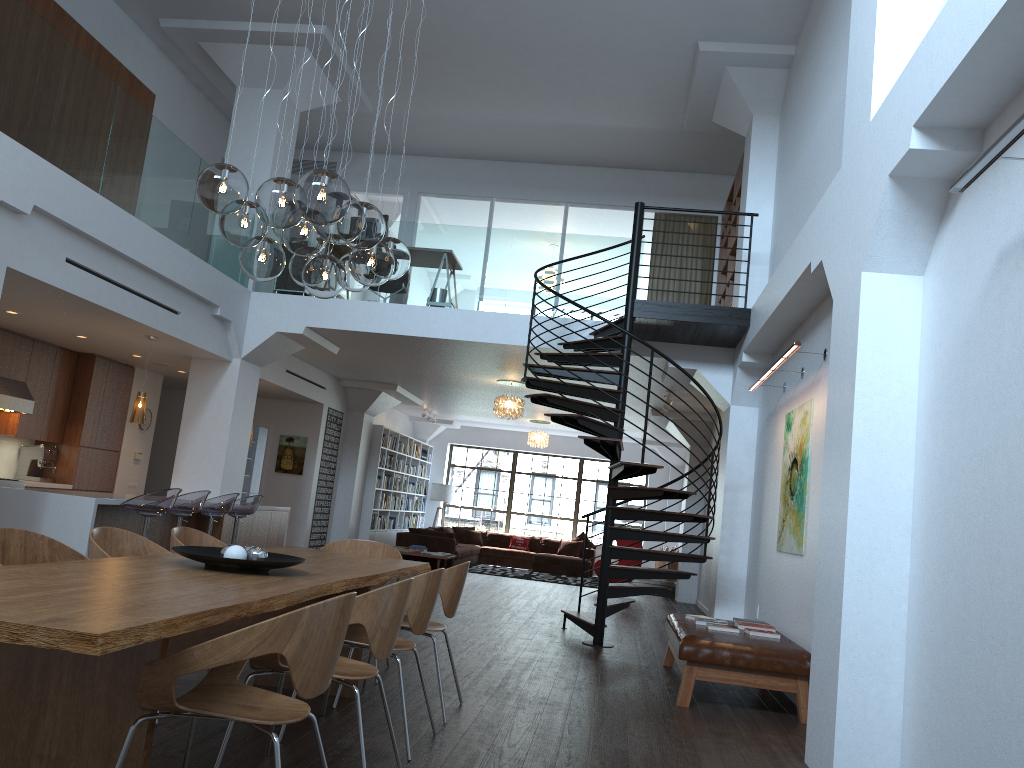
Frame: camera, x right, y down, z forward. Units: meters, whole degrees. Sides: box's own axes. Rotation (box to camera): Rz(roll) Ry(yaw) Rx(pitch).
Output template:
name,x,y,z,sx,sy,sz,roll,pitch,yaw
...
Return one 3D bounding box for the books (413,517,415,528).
name,x,y,z,sx,sy,sz,roll,pitch,yaw
books,-2.214,3.019,19.354,0.183,0.253,0.037,5,-8,7

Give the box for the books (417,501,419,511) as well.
name,x,y,z,sx,sy,sz,roll,pitch,yaw
books,-2.150,2.691,19.589,0.161,0.223,0.032,5,-8,7

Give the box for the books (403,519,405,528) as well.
name,x,y,z,sx,sy,sz,roll,pitch,yaw
books,-2.329,2.886,18.433,0.168,0.231,0.037,5,-8,7

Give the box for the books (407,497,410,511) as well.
name,x,y,z,sx,sy,sz,roll,pitch,yaw
books,-2.261,2.517,18.691,0.197,0.290,0.136,5,-8,7

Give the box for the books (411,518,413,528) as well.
name,x,y,z,sx,sy,sz,roll,pitch,yaw
books,-2.239,2.991,19.177,0.183,0.253,0.036,5,-8,7

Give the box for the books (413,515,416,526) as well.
name,x,y,z,sx,sy,sz,roll,pitch,yaw
books,-2.223,3.011,19.416,0.198,0.284,0.066,5,-8,7

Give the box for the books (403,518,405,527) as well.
name,x,y,z,sx,sy,sz,roll,pitch,yaw
books,-2.322,2.886,18.400,0.161,0.223,0.026,5,-8,7

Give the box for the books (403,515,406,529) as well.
name,x,y,z,sx,sy,sz,roll,pitch,yaw
books,-2.321,2.867,18.488,0.198,0.284,0.066,5,-8,7

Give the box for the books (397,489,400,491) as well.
name,x,y,z,sx,sy,sz,roll,pitch,yaw
books,-2.351,2.118,17.743,0.171,0.039,0.246,5,-8,7

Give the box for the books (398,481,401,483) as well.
name,x,y,z,sx,sy,sz,roll,pitch,yaw
books,-2.338,1.955,17.771,0.183,0.042,0.253,5,-8,7

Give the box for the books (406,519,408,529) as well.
name,x,y,z,sx,sy,sz,roll,pitch,yaw
books,-2.289,2.913,18.668,0.183,0.253,0.034,5,-8,7

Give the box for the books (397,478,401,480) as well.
name,x,y,z,sx,sy,sz,roll,pitch,yaw
books,-2.348,1.894,17.812,0.223,0.027,0.161,7,-8,-3

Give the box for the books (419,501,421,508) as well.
name,x,y,z,sx,sy,sz,roll,pitch,yaw
books,-2.138,2.714,19.746,0.168,0.228,0.139,5,-8,7

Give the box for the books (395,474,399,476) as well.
name,x,y,z,sx,sy,sz,roll,pitch,yaw
books,-2.349,1.769,17.381,0.223,0.027,0.161,4,-8,17

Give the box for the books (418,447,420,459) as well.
name,x,y,z,sx,sy,sz,roll,pitch,yaw
books,-2.091,1.484,19.184,0.183,0.253,0.034,5,-8,7

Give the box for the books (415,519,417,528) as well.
name,x,y,z,sx,sy,sz,roll,pitch,yaw
books,-2.185,3.076,19.563,0.144,0.207,0.048,5,-8,7

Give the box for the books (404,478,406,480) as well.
name,x,y,z,sx,sy,sz,roll,pitch,yaw
books,-2.284,1.931,18.122,0.223,0.031,0.161,5,-8,7

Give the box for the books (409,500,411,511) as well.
name,x,y,z,sx,sy,sz,roll,pitch,yaw
books,-2.237,2.563,18.834,0.174,0.242,0.105,5,-8,7

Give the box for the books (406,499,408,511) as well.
name,x,y,z,sx,sy,sz,roll,pitch,yaw
books,-2.273,2.511,18.499,0.174,0.243,0.085,5,-8,7

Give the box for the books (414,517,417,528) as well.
name,x,y,z,sx,sy,sz,roll,pitch,yaw
books,-2.205,3.040,19.472,0.189,0.247,0.057,5,-8,7

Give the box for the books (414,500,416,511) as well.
name,x,y,z,sx,sy,sz,roll,pitch,yaw
books,-2.189,2.621,19.238,0.174,0.251,0.051,5,-8,7

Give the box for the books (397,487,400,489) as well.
name,x,y,z,sx,sy,sz,roll,pitch,yaw
books,-2.350,2.079,17.747,0.160,0.039,0.251,5,-8,12

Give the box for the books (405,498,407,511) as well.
name,x,y,z,sx,sy,sz,roll,pitch,yaw
books,-2.285,2.489,18.399,0.182,0.255,0.077,5,-8,7

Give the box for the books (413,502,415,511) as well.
name,x,y,z,sx,sy,sz,roll,pitch,yaw
books,-2.196,2.630,19.197,0.161,0.223,0.030,5,-8,7

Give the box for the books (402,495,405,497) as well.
name,x,y,z,sx,sy,sz,roll,pitch,yaw
books,-2.310,2.281,18.169,0.185,0.041,0.129,3,-9,22

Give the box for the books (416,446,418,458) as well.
name,x,y,z,sx,sy,sz,roll,pitch,yaw
books,-2.115,1.458,19.018,0.183,0.253,0.034,5,-8,7

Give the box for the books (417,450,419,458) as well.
name,x,y,z,sx,sy,sz,roll,pitch,yaw
books,-2.107,1.468,19.084,0.183,0.253,0.034,5,-8,7

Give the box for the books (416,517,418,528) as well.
name,x,y,z,sx,sy,sz,roll,pitch,yaw
books,-2.185,3.069,19.656,0.171,0.246,0.057,5,-8,7

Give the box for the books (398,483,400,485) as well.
name,x,y,z,sx,sy,sz,roll,pitch,yaw
books,-2.350,1.997,17.770,0.168,0.045,0.231,6,-8,2

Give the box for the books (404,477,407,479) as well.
name,x,y,z,sx,sy,sz,roll,pitch,yaw
books,-2.280,1.903,18.135,0.224,0.030,0.161,4,-9,17

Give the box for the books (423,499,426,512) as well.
name,x,y,z,sx,sy,sz,roll,pitch,yaw
books,-2.072,2.758,20.223,0.176,0.290,0.053,5,-8,7

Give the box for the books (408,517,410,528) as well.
name,x,y,z,sx,sy,sz,roll,pitch,yaw
books,-2.269,2.938,18.826,0.183,0.253,0.034,5,-8,7

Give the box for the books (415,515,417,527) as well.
name,x,y,z,sx,sy,sz,roll,pitch,yaw
books,-2.179,3.025,19.523,0.140,0.298,0.044,5,-8,7

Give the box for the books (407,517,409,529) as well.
name,x,y,z,sx,sy,sz,roll,pitch,yaw
books,-2.285,2.937,18.788,0.174,0.240,0.045,5,-8,7

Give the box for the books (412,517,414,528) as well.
name,x,y,z,sx,sy,sz,roll,pitch,yaw
books,-2.231,2.997,19.211,0.183,0.253,0.037,5,-8,7

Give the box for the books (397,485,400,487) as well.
name,x,y,z,sx,sy,sz,roll,pitch,yaw
books,-2.370,2.037,17.752,0.180,0.042,0.259,5,-8,7

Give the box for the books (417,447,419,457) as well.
name,x,y,z,sx,sy,sz,roll,pitch,yaw
books,-2.107,1.463,19.050,0.183,0.253,0.034,5,-8,7

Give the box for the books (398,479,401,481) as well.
name,x,y,z,sx,sy,sz,roll,pitch,yaw
books,-2.339,1.920,17.783,0.161,0.033,0.223,5,-8,7

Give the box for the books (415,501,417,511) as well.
name,x,y,z,sx,sy,sz,roll,pitch,yaw
books,-2.176,2.651,19.409,0.171,0.246,0.036,5,-8,7

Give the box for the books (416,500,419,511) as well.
name,x,y,z,sx,sy,sz,roll,pitch,yaw
books,-2.161,2.666,19.528,0.183,0.253,0.042,5,-8,7

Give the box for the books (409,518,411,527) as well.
name,x,y,z,sx,sy,sz,roll,pitch,yaw
books,-2.259,2.958,18.950,0.160,0.250,0.026,5,-8,7

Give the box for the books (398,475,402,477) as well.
name,x,y,z,sx,sy,sz,roll,pitch,yaw
books,-2.315,1.836,17.805,0.129,0.043,0.185,3,-9,22

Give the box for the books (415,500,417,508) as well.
name,x,y,z,sx,sy,sz,roll,pitch,yaw
books,-2.187,2.638,19.342,0.183,0.253,0.039,5,-8,7

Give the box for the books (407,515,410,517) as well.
name,x,y,z,sx,sy,sz,roll,pitch,yaw
books,-2.272,2.924,18.864,0.176,0.290,0.036,5,-8,7

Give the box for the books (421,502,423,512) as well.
name,x,y,z,sx,sy,sz,roll,pitch,yaw
books,-2.099,2.746,19.971,0.172,0.235,0.112,5,-8,7

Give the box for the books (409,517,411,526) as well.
name,x,y,z,sx,sy,sz,roll,pitch,yaw
books,-2.267,2.947,18.909,0.180,0.259,0.060,5,-8,7

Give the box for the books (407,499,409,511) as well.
name,x,y,z,sx,sy,sz,roll,pitch,yaw
books,-2.259,2.521,18.584,0.182,0.253,0.098,5,-8,7

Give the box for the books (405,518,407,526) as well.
name,x,y,z,sx,sy,sz,roll,pitch,yaw
books,-2.300,2.910,18.552,0.161,0.223,0.026,5,-8,7

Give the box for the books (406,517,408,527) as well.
name,x,y,z,sx,sy,sz,roll,pitch,yaw
books,-2.297,2.907,18.636,0.183,0.253,0.034,5,-8,7

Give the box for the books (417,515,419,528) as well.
name,x,y,z,sx,sy,sz,roll,pitch,yaw
books,-2.176,3.060,19.741,0.176,0.290,0.053,5,-8,7

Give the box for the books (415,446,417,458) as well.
name,x,y,z,sx,sy,sz,roll,pitch,yaw
books,-2.122,1.449,18.937,0.171,0.246,0.057,5,-8,7

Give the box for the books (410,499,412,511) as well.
name,x,y,z,sx,sy,sz,roll,pitch,yaw
books,-2.234,2.567,18.887,0.170,0.251,0.118,5,-8,7

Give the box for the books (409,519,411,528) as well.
name,x,y,z,sx,sy,sz,roll,pitch,yaw
books,-2.259,2.975,18.973,0.161,0.223,0.027,5,-8,7

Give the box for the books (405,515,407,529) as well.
name,x,y,z,sx,sy,sz,roll,pitch,yaw
books,-2.300,2.882,18.596,0.176,0.290,0.053,5,-8,7

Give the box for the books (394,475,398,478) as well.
name,x,y,z,sx,sy,sz,roll,pitch,yaw
books,-2.358,1.808,17.399,0.174,0.045,0.240,5,-8,7
